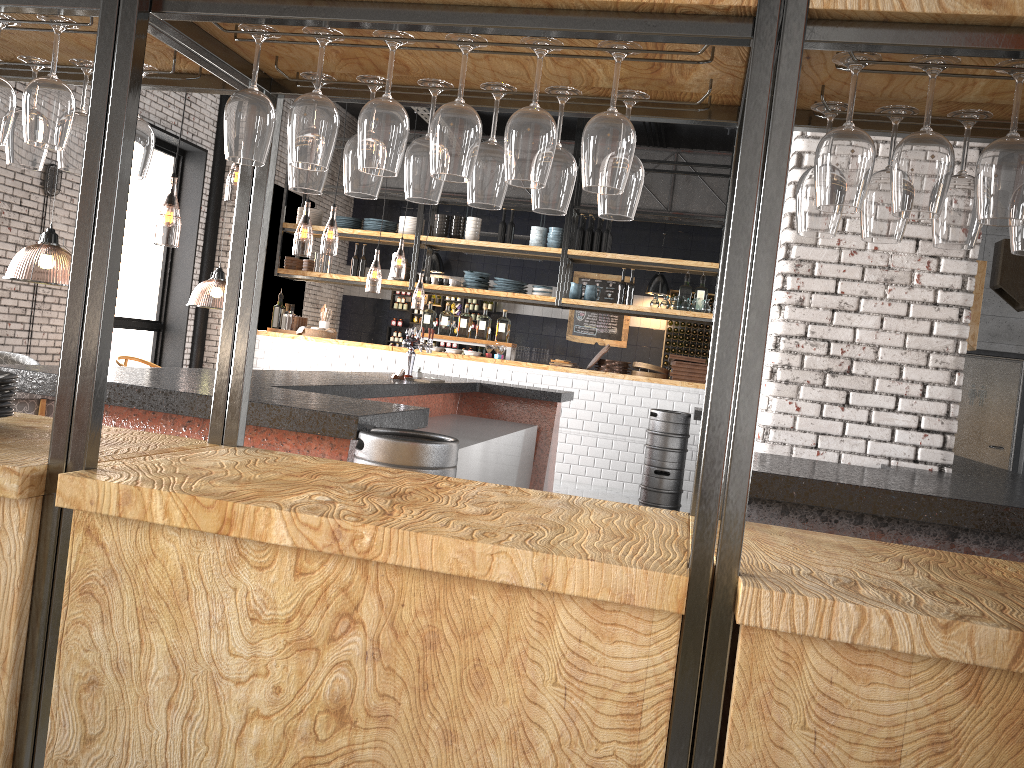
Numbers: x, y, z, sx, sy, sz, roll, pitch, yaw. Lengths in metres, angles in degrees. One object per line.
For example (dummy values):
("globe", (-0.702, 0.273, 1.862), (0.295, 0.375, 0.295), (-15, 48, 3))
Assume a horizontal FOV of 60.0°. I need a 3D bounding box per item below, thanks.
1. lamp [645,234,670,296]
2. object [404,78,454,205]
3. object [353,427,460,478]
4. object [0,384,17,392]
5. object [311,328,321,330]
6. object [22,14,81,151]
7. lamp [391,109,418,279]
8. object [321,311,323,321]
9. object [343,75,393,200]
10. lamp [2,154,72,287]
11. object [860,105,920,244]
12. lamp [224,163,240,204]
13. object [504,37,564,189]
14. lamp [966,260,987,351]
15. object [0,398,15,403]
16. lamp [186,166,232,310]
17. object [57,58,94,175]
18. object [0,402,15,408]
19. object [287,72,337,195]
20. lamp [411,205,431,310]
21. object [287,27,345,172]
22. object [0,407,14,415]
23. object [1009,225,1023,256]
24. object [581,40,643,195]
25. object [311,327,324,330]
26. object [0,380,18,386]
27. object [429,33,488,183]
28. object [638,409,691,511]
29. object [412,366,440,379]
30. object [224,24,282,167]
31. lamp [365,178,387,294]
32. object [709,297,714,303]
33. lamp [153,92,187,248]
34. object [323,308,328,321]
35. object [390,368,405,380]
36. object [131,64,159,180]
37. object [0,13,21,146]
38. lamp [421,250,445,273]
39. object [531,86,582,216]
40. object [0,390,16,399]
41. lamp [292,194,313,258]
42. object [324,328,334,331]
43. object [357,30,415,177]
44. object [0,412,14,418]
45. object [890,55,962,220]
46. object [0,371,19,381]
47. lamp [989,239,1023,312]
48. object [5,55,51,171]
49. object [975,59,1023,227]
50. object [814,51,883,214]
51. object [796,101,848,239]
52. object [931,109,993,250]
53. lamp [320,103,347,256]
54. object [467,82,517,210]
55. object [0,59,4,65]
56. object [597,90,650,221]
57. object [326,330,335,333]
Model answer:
("lamp", (2.303, -1.854, 13.715), (0.390, 0.937, 0.390), (7, 1, 14))
("object", (-0.189, -0.547, 2.014), (0.101, 0.267, 0.101), (7, 1, 25))
("object", (-0.434, 0.695, 3.213), (0.397, 1.035, 0.400), (6, 1, -43))
("object", (-1.331, 0.010, 2.069), (0.306, 0.037, 0.306), (7, 2, 13))
("object", (-2.455, -0.659, 11.157), (0.160, 0.075, 0.161), (7, 2, -11))
("object", (-0.977, -0.638, 1.883), (0.101, 0.267, 0.101), (7, 1, 42))
("lamp", (-0.803, -1.622, 6.949), (0.108, 1.598, 0.108), (7, 1, 43))
("object", (-2.430, -0.772, 11.378), (0.071, 0.328, 0.052), (6, 1, -33))
("object", (-0.332, -0.566, 2.043), (0.101, 0.267, 0.101), (7, 1, 25))
("lamp", (-3.210, -1.912, 6.348), (0.536, 2.405, 0.537), (6, 1, -37))
("object", (0.773, -0.426, 1.817), (0.101, 0.267, 0.101), (6, 1, -42))
("lamp", (-1.298, -1.705, 4.452), (0.108, 1.598, 0.108), (7, 1, 43))
("object", (0.041, -0.510, 1.675), (0.101, 0.267, 0.101), (7, 1, 25))
("lamp", (2.351, -0.944, 4.478), (0.127, 1.546, 0.127), (7, 1, 11))
("object", (-1.336, 0.039, 2.069), (0.305, 0.046, 0.306), (6, 2, -31))
("lamp", (-2.749, -1.926, 8.619), (0.536, 2.405, 0.537), (6, 1, -37))
("object", (-1.064, -0.658, 2.193), (0.101, 0.267, 0.101), (6, 1, -25))
("object", (-1.336, 0.048, 2.069), (0.306, 0.044, 0.305), (7, 2, 12))
("object", (-0.467, -0.582, 2.071), (0.101, 0.267, 0.101), (7, 1, 25))
("lamp", (-0.709, -1.428, 7.529), (0.108, 1.598, 0.108), (7, 1, 43))
("object", (-0.389, -0.564, 1.763), (0.101, 0.267, 0.101), (7, 1, 25))
("object", (-1.338, 0.063, 2.068), (0.306, 0.041, 0.305), (8, 2, 29))
("object", (1.051, -0.391, 1.760), (0.101, 0.267, 0.101), (6, 1, -25))
("object", (0.184, -0.491, 1.645), (0.101, 0.267, 0.101), (7, 1, 25))
("object", (-2.450, -0.677, 11.158), (0.160, 0.078, 0.161), (7, 2, -11))
("object", (-1.330, -0.001, 2.070), (0.306, 0.048, 0.305), (8, 2, 37))
("object", (-0.102, -0.528, 1.704), (0.101, 0.267, 0.101), (7, 1, 25))
("object", (1.401, 0.763, 8.166), (0.397, 1.035, 0.400), (6, 1, -43))
("object", (-0.783, -0.105, 7.555), (0.200, 0.106, 0.766), (7, 2, 11))
("object", (-0.524, -0.581, 1.790), (0.101, 0.267, 0.101), (7, 1, 25))
("lamp", (-0.896, -1.443, 6.300), (0.108, 1.598, 0.108), (7, 1, -7))
("object", (3.052, -1.293, 13.578), (0.079, 0.079, 0.283), (7, 2, 11))
("lamp", (-1.441, -1.406, 3.926), (0.108, 1.598, 0.108), (7, 1, 43))
("object", (-2.399, -0.794, 11.332), (0.033, 0.370, 0.137), (7, 1, -22))
("object", (-0.865, -0.082, 6.728), (0.091, 0.091, 0.178), (7, 2, -14))
("object", (-0.920, -0.640, 2.163), (0.101, 0.267, 0.101), (7, 1, 42))
("object", (-1.121, -0.656, 1.912), (0.101, 0.267, 0.101), (6, 1, -25))
("lamp", (-1.237, -2.301, 14.474), (0.390, 0.937, 0.390), (7, 1, 14))
("object", (0.098, -0.511, 1.955), (0.101, 0.267, 0.101), (7, 1, 25))
("object", (-1.333, 0.025, 2.068), (0.305, 0.042, 0.306), (6, 2, -31))
("lamp", (-1.100, -1.447, 4.995), (0.108, 1.461, 0.108), (7, 1, -17))
("object", (-2.326, -0.665, 11.261), (0.160, 0.078, 0.160), (6, 2, -25))
("object", (-0.246, -0.546, 1.733), (0.101, 0.267, 0.101), (7, 1, 25))
("object", (-1.339, 0.074, 2.069), (0.305, 0.035, 0.306), (5, 2, -41))
("object", (0.716, -0.424, 1.536), (0.101, 0.267, 0.101), (6, 1, -42))
("object", (-1.327, -0.016, 2.070), (0.306, 0.039, 0.306), (7, 2, -6))
("lamp", (2.231, -1.015, 3.840), (0.127, 1.394, 0.127), (7, 1, 11))
("object", (-1.207, -0.676, 2.222), (0.101, 0.267, 0.101), (6, 1, -25))
("object", (0.850, -0.407, 1.509), (0.101, 0.267, 0.101), (6, 1, -25))
("object", (0.591, -0.440, 1.562), (0.101, 0.267, 0.101), (6, 1, -42))
("object", (0.648, -0.442, 1.842), (0.101, 0.267, 0.101), (6, 1, -42))
("object", (0.907, -0.409, 1.789), (0.101, 0.267, 0.101), (6, 1, -25))
("lamp", (-1.071, -1.614, 5.626), (0.108, 1.598, 0.108), (7, 1, 43))
("object", (-0.046, -0.529, 1.984), (0.101, 0.267, 0.101), (7, 1, 25))
("object", (-1.351, -0.694, 2.251), (0.101, 0.267, 0.101), (6, 1, -25))
("object", (0.241, -0.493, 1.926), (0.101, 0.267, 0.101), (7, 1, 25))
("object", (-2.326, -0.646, 11.259), (0.160, 0.075, 0.161), (6, 2, -25))
